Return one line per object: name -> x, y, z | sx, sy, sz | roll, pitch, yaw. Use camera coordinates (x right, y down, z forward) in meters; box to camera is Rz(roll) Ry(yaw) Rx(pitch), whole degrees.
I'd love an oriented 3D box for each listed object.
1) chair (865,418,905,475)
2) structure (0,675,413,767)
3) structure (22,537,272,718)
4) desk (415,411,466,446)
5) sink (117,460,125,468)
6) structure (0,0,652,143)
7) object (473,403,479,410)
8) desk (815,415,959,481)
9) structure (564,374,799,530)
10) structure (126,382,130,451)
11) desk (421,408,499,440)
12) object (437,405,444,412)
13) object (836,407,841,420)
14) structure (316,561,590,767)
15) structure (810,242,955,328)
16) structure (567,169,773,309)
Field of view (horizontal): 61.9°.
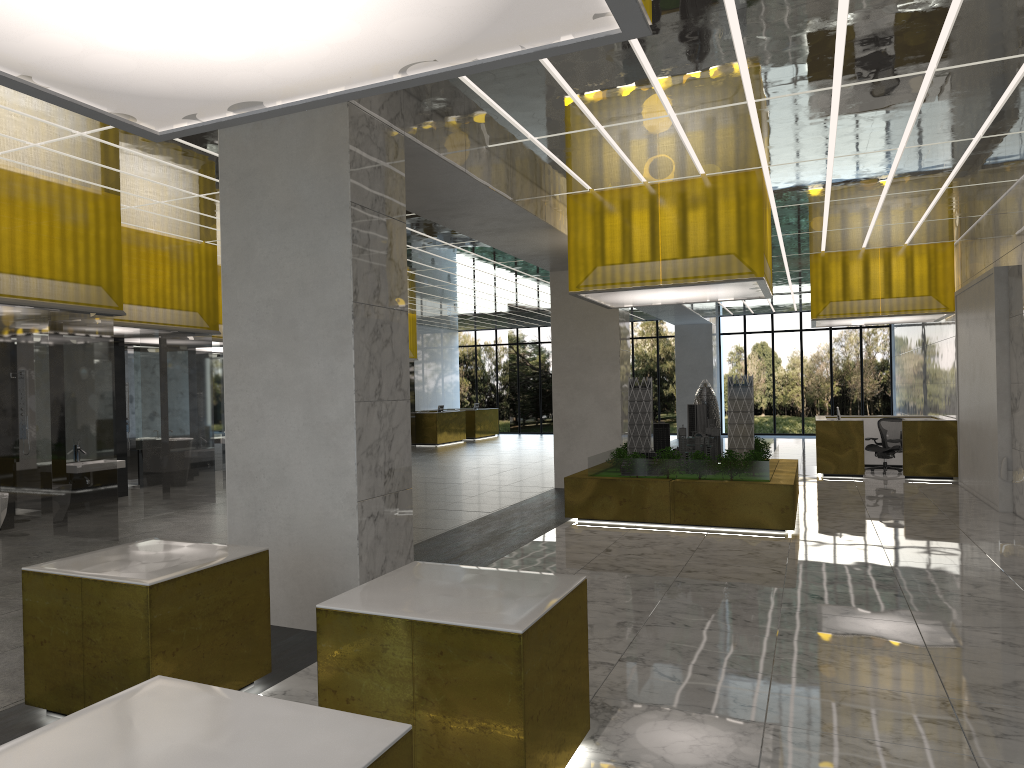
chair -> 10.119, 1.663, 23.040 | 0.968, 1.493, 1.194 | -1, 0, -43
structure -> -1.234, 1.927, 2.997 | 1.421, 1.173, 1.389 | -1, 0, 23
structure -> -2.907, 1.988, 6.907 | 1.421, 1.173, 1.389 | -1, 0, 23
desk -> -4.293, 2.078, 40.676 | 3.349, 1.508, 3.352 | -1, 0, 23
sink -> -9.258, 1.717, 18.630 | 0.909, 1.053, 1.336 | -1, 0, 22
structure -> -1.382, -2.762, 3.369 | 3.389, 2.269, 3.121 | -1, 0, 24
object -> -1.947, 1.341, 44.605 | 0.573, 0.667, 0.722 | -1, 0, 22
desk -> 10.046, 1.671, 23.234 | 3.349, 1.508, 3.352 | -1, 0, 23
structure -> 3.553, 1.125, 17.011 | 4.027, 2.571, 4.957 | -1, 0, 23
structure -> -10.380, 0.886, 22.719 | 0.231, 1.853, 0.442 | -1, 0, 13
desk -> -2.767, 2.079, 45.020 | 3.349, 1.508, 3.352 | -1, 0, 23
object -> -3.486, 1.340, 40.223 | 0.573, 0.667, 0.722 | -1, 0, 23
object -> 9.206, 0.971, 23.682 | 0.573, 0.667, 0.722 | -1, 0, 23
structure -> -0.331, 1.928, 5.568 | 1.421, 1.173, 1.389 | -1, 0, 23
structure -> 9.909, -2.841, 23.254 | 3.389, 2.269, 2.999 | -1, 0, 24
structure -> 3.010, -2.758, 15.866 | 3.389, 2.269, 3.122 | -1, 0, 24
